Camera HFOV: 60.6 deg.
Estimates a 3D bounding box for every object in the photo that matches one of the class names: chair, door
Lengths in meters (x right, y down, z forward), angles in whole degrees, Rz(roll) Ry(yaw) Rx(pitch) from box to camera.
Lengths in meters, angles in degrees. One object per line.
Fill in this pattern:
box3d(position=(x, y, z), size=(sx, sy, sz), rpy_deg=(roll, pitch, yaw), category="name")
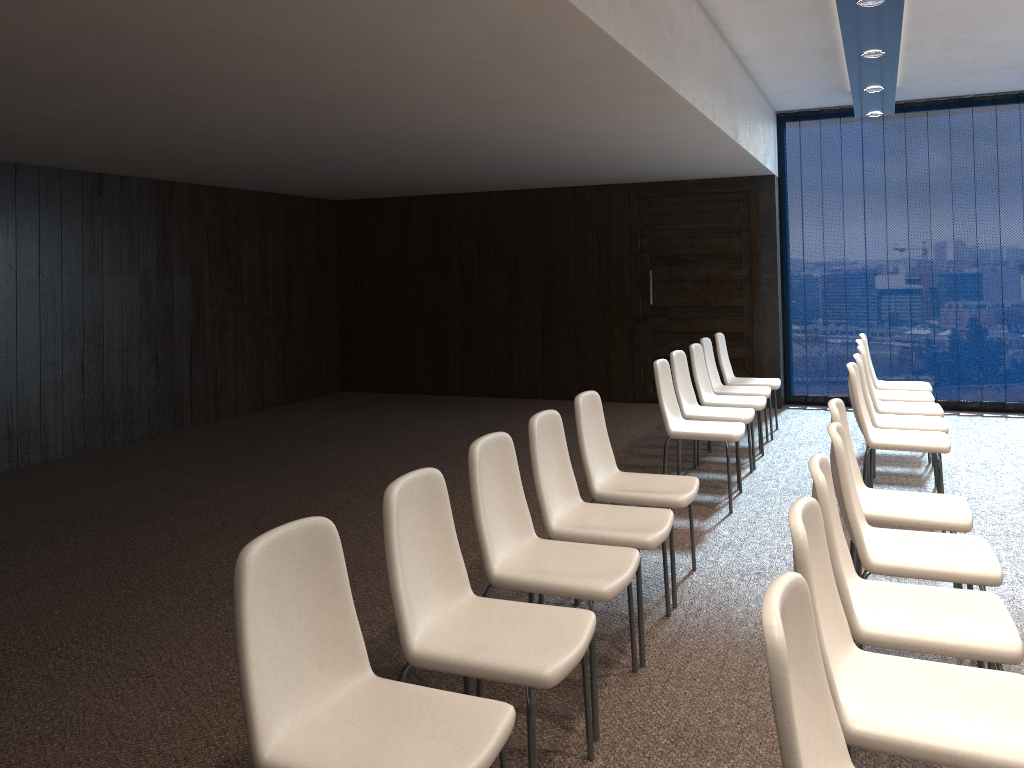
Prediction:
box3d(position=(-0.061, 0.728, 2.546), size=(0.557, 0.901, 0.532), rpy_deg=(-1, 1, 21), category="chair")
box3d(position=(1.673, 0.532, 3.781), size=(0.557, 0.901, 0.533), rpy_deg=(-1, 1, 25), category="chair")
box3d(position=(0.968, 0.765, 2.095), size=(0.557, 0.901, 0.533), rpy_deg=(-1, 1, 25), category="chair")
box3d(position=(1.880, 0.065, 7.360), size=(0.557, 0.901, 0.533), rpy_deg=(-1, 1, 23), category="chair")
box3d(position=(1.215, 0.297, 5.672), size=(0.557, 0.901, 0.532), rpy_deg=(-1, 1, 22), category="chair")
box3d(position=(-0.312, 0.803, 2.004), size=(0.557, 0.901, 0.533), rpy_deg=(-1, 1, 25), category="chair")
box3d(position=(1.430, 0.218, 6.251), size=(0.557, 0.901, 0.533), rpy_deg=(-1, 1, 25), category="chair")
box3d(position=(2.014, -0.976, 9.587), size=(1.399, 2.409, 0.269), rpy_deg=(-1, -1, 23), category="door")
box3d(position=(1.679, 0.141, 6.806), size=(0.557, 0.901, 0.533), rpy_deg=(-1, 1, 23), category="chair")
box3d(position=(0.153, 0.648, 3.129), size=(0.557, 0.901, 0.532), rpy_deg=(-1, 1, 22), category="chair")
box3d(position=(0.741, 0.843, 1.527), size=(0.557, 0.901, 0.533), rpy_deg=(-1, 1, 25), category="chair")
box3d(position=(2.124, -0.008, 7.887), size=(0.557, 0.901, 0.532), rpy_deg=(-1, 1, 22), category="chair")
box3d(position=(0.372, 0.578, 3.638), size=(0.557, 0.901, 0.532), rpy_deg=(-1, 1, 21), category="chair")
box3d(position=(1.455, 0.613, 3.189), size=(0.557, 0.901, 0.532), rpy_deg=(-1, 1, 22), category="chair")
box3d(position=(3.264, 0.025, 7.450), size=(0.557, 0.901, 0.533), rpy_deg=(-1, 1, 23), category="chair")
box3d(position=(2.800, 0.181, 6.317), size=(0.557, 0.901, 0.532), rpy_deg=(-1, 1, 22), category="chair")
box3d(position=(2.548, 0.260, 5.749), size=(0.557, 0.901, 0.532), rpy_deg=(-1, 1, 22), category="chair")
box3d(position=(2.305, 0.333, 5.225), size=(0.557, 0.901, 0.533), rpy_deg=(-1, 1, 24), category="chair")
box3d(position=(1.194, 0.692, 2.625), size=(0.557, 0.901, 0.532), rpy_deg=(-1, 1, 21), category="chair")
box3d(position=(3.014, 0.102, 6.892), size=(0.557, 0.901, 0.533), rpy_deg=(-1, 1, 23), category="chair")
box3d(position=(0.602, 0.499, 4.211), size=(0.557, 0.901, 0.532), rpy_deg=(-1, 1, 22), category="chair")

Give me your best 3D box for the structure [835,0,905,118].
box3d(position=(7.834, -1.990, 2.274), size=(13.142, 0.230, 8.123), rpy_deg=(2, 8, 23), category="structure")
